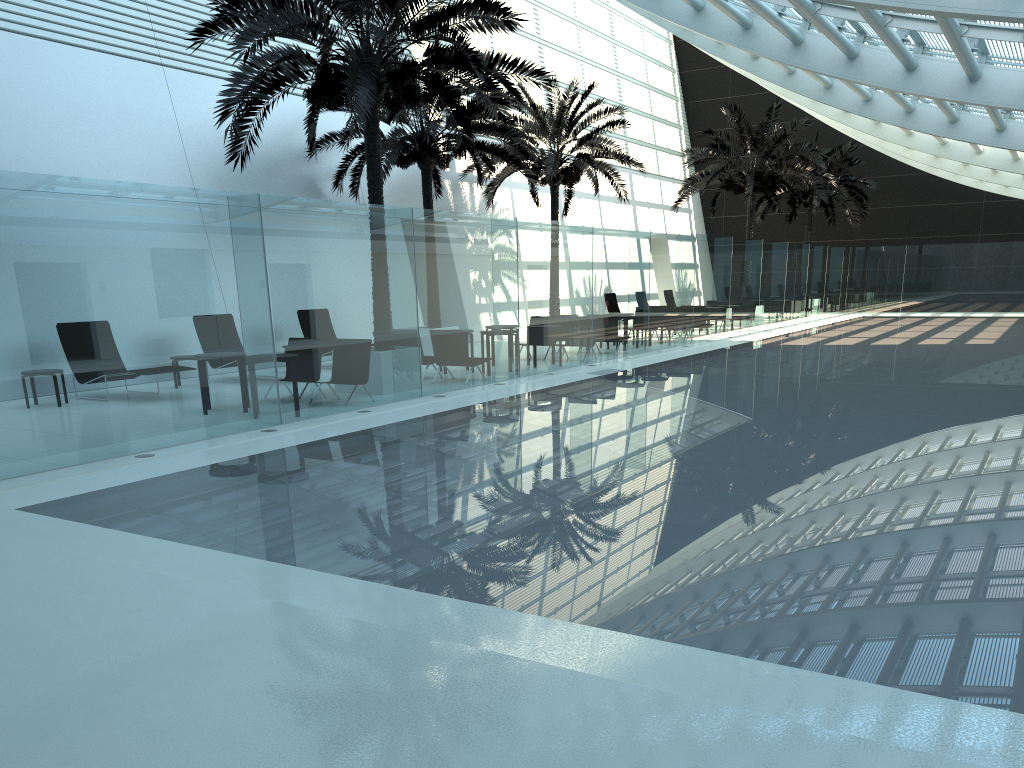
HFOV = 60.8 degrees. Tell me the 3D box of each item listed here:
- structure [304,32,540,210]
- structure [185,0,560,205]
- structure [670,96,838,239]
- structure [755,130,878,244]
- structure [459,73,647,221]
[{"bbox_3d":[-1.894,-4.069,19.283,4.640,7.103,4.107,1,14,10],"label":"structure"},{"bbox_3d":[-2.219,-3.409,12.981,4.370,7.295,4.708,-12,17,-38],"label":"structure"},{"bbox_3d":[7.867,-5.493,28.643,4.792,7.296,4.292,5,15,25],"label":"structure"},{"bbox_3d":[12.182,-6.379,35.292,4.455,7.295,4.618,1,14,10],"label":"structure"},{"bbox_3d":[1.093,-4.761,24.287,4.601,7.166,4.142,-7,15,-24],"label":"structure"}]
